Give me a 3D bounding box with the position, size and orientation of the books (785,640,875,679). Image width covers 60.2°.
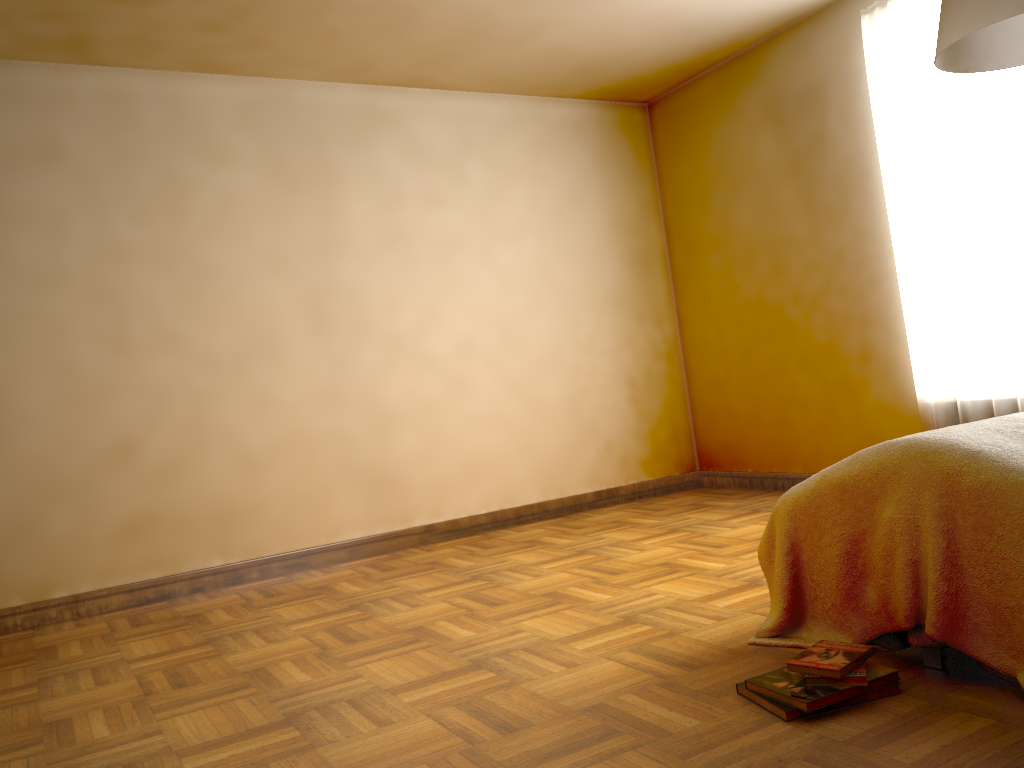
[{"bbox_3d":[0.693,0.597,1.922,0.122,0.018,0.173,-8,-1,45],"label":"books"}]

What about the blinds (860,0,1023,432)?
[{"bbox_3d":[2.303,-0.717,3.198,0.093,2.308,2.175,-4,-4,-29],"label":"blinds"}]

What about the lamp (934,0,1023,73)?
[{"bbox_3d":[1.522,-0.391,1.641,0.453,1.982,1.401,-4,-5,-26],"label":"lamp"}]

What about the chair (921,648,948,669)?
[{"bbox_3d":[1.383,0.175,1.791,0.637,0.803,1.772,-5,-2,-30],"label":"chair"}]

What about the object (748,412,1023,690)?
[{"bbox_3d":[1.159,0.358,2.241,0.920,0.524,0.900,-6,-2,-29],"label":"object"}]

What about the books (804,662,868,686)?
[{"bbox_3d":[0.701,0.614,1.915,0.123,0.018,0.172,-7,-1,20],"label":"books"}]

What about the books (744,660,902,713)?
[{"bbox_3d":[0.668,0.638,1.904,0.265,0.020,0.187,-7,-1,-25],"label":"books"}]

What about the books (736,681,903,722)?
[{"bbox_3d":[0.661,0.660,1.916,0.281,0.022,0.199,-7,-1,-15],"label":"books"}]
